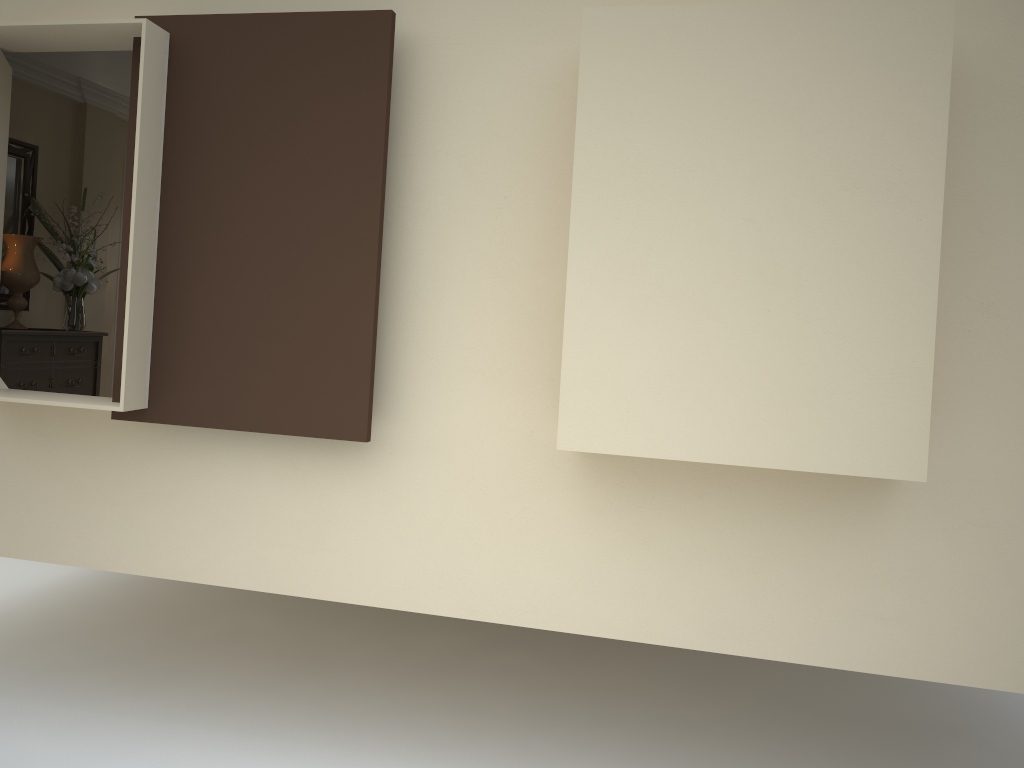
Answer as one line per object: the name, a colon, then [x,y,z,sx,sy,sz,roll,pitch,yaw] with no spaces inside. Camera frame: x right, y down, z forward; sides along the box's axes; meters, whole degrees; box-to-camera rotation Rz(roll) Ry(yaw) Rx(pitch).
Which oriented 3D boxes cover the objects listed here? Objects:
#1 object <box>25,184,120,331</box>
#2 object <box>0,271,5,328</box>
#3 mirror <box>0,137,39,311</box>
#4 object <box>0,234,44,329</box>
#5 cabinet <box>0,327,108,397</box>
object: [-2.659,-0.747,5.278,0.606,0.852,0.561,4,1,26]
object: [-2.836,-0.494,4.833,0.103,0.373,0.103,3,0,3]
mirror: [-2.952,-0.921,5.029,0.035,0.993,0.601,3,1,13]
object: [-2.792,-0.575,5.009,0.221,0.522,0.221,3,1,8]
cabinet: [-2.767,0.095,5.015,0.428,0.812,0.824,4,2,13]
